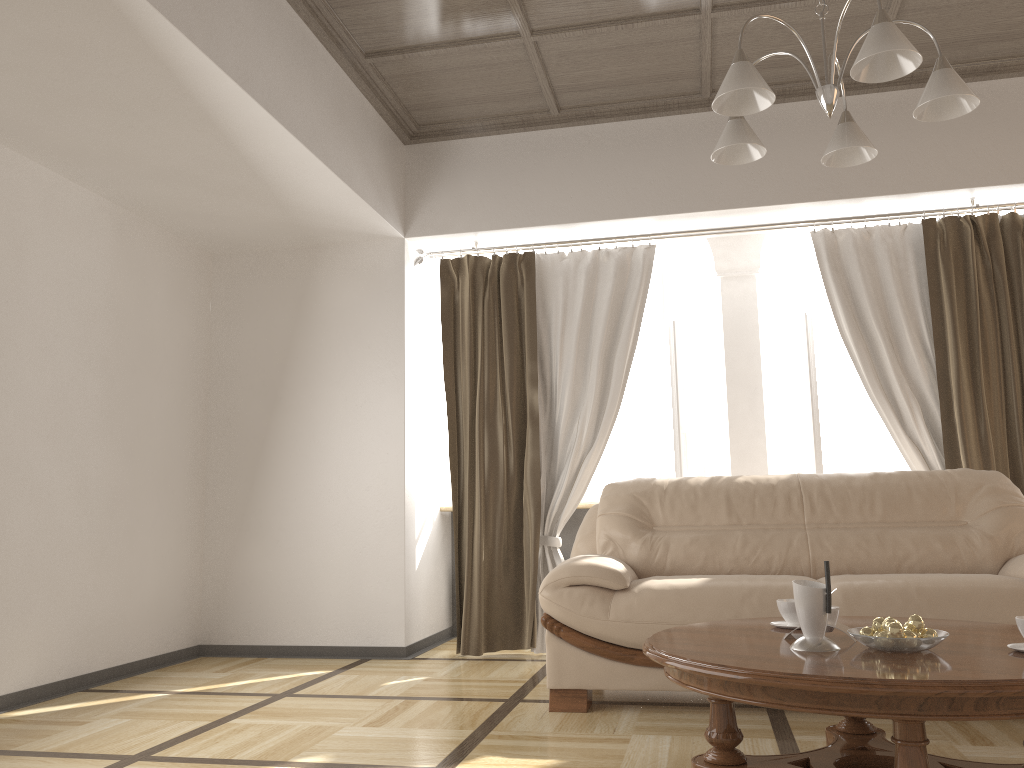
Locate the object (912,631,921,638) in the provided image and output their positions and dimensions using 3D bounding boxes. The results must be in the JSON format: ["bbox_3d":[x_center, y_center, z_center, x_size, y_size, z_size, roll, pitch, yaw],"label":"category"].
[{"bbox_3d":[0.958,0.611,2.120,0.039,0.039,0.040,-1,-9,2],"label":"object"}]

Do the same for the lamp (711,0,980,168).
[{"bbox_3d":[0.913,-1.282,2.570,0.713,1.094,0.741,-3,-9,12],"label":"lamp"}]

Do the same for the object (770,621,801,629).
[{"bbox_3d":[0.827,0.701,2.575,0.150,0.010,0.150,-1,-9,-2],"label":"object"}]

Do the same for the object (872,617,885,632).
[{"bbox_3d":[0.896,0.587,2.154,0.040,0.039,0.038,-1,-9,-3],"label":"object"}]

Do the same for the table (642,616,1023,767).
[{"bbox_3d":[0.929,0.853,2.251,1.169,0.392,1.167,-2,-9,7],"label":"table"}]

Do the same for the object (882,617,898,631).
[{"bbox_3d":[0.901,0.576,2.111,0.037,0.041,0.040,-7,-11,35],"label":"object"}]

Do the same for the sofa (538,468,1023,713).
[{"bbox_3d":[1.233,0.802,3.653,2.135,0.900,1.051,-3,-9,12],"label":"sofa"}]

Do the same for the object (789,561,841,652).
[{"bbox_3d":[0.738,0.541,2.181,0.119,0.210,0.119,0,-9,-10],"label":"object"}]

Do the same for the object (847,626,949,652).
[{"bbox_3d":[0.929,0.617,2.136,0.227,0.039,0.227,-8,-11,37],"label":"object"}]

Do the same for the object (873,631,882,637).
[{"bbox_3d":[0.885,0.612,2.123,0.038,0.040,0.039,-2,-9,3],"label":"object"}]

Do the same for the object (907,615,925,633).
[{"bbox_3d":[0.974,0.578,2.137,0.038,0.044,0.038,-4,-9,18],"label":"object"}]

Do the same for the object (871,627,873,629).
[{"bbox_3d":[0.917,0.613,2.210,0.039,0.038,0.041,5,-10,-34],"label":"object"}]

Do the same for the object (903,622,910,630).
[{"bbox_3d":[0.987,0.606,2.192,0.041,0.039,0.039,4,-10,-28],"label":"object"}]

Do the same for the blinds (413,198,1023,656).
[{"bbox_3d":[2.274,0.181,4.383,5.765,2.294,0.285,-3,-9,12],"label":"blinds"}]

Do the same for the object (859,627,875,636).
[{"bbox_3d":[0.865,0.612,2.159,0.037,0.040,0.041,-5,-9,25],"label":"object"}]

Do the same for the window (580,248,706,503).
[{"bbox_3d":[0.338,-0.024,5.429,1.600,1.500,0.781,-3,-9,12],"label":"window"}]

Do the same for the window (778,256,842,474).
[{"bbox_3d":[2.475,-0.132,4.991,1.759,1.500,0.784,-3,-9,11],"label":"window"}]

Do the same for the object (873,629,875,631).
[{"bbox_3d":[0.899,0.620,2.175,0.040,0.040,0.038,3,-10,-27],"label":"object"}]

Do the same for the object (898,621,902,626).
[{"bbox_3d":[0.955,0.609,2.215,0.038,0.040,0.040,0,-9,-9],"label":"object"}]

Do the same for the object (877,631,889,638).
[{"bbox_3d":[0.883,0.601,2.087,0.041,0.039,0.039,0,-9,-10],"label":"object"}]

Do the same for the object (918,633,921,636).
[{"bbox_3d":[0.976,0.616,2.156,0.040,0.038,0.039,-8,-11,36],"label":"object"}]

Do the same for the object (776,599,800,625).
[{"bbox_3d":[0.830,0.667,2.583,0.114,0.071,0.105,3,-10,-27],"label":"object"}]

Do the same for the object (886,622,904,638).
[{"bbox_3d":[0.890,0.574,2.060,0.038,0.042,0.038,-4,-9,20],"label":"object"}]

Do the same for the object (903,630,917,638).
[{"bbox_3d":[0.923,0.594,2.067,0.041,0.041,0.038,-1,-9,-3],"label":"object"}]

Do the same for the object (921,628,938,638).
[{"bbox_3d":[0.998,0.604,2.122,0.039,0.039,0.040,-5,-9,23],"label":"object"}]

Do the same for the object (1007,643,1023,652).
[{"bbox_3d":[1.228,0.613,2.047,0.150,0.010,0.150,-1,-9,2],"label":"object"}]

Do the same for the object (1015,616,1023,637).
[{"bbox_3d":[1.225,0.578,2.048,0.105,0.071,0.114,-6,-10,27],"label":"object"}]

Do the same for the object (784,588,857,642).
[{"bbox_3d":[0.815,0.604,2.344,0.178,0.133,0.104,-5,-10,27],"label":"object"}]
